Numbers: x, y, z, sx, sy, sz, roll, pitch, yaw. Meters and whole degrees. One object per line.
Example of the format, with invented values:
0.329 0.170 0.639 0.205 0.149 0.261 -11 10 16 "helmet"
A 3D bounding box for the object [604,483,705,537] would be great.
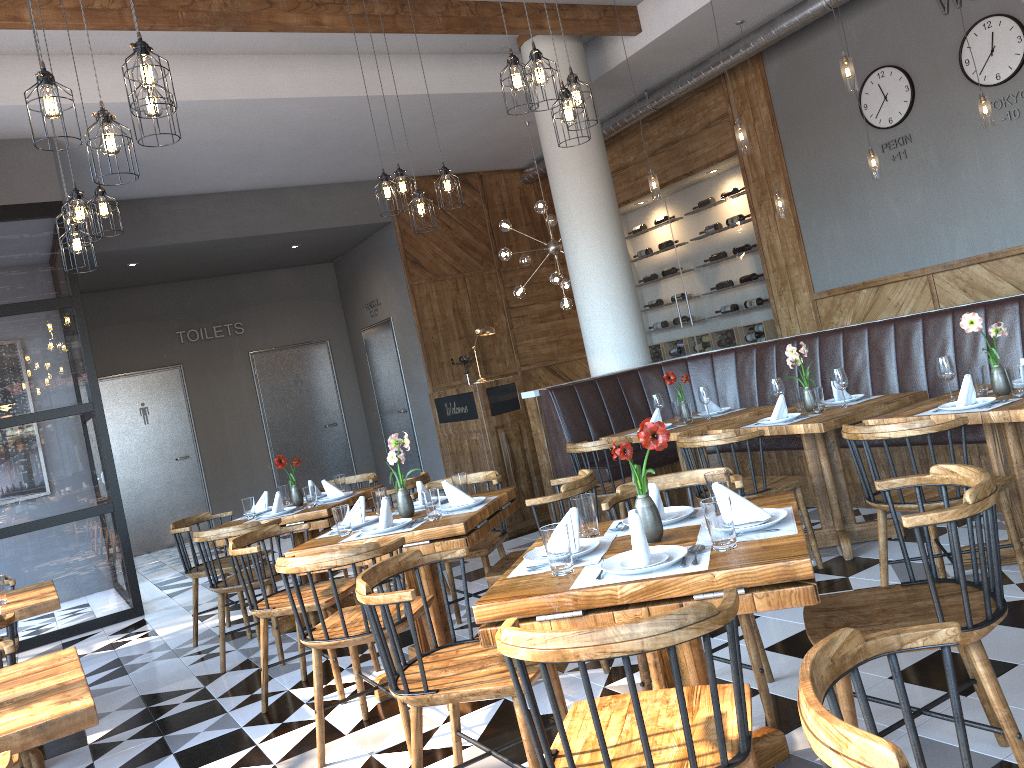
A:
0.464 0.375 2.846 0.351 0.137 0.272 -12 0 15 "object"

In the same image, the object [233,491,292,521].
-1.673 0.789 5.897 0.272 0.137 0.353 -12 0 16 "object"

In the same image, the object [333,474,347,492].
-1.160 0.681 5.990 0.080 0.132 0.080 -12 -1 -5 "object"

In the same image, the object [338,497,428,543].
-0.572 0.580 3.943 0.351 0.137 0.272 -12 0 15 "object"

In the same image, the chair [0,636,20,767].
-1.810 1.293 2.826 0.521 0.818 0.547 -11 -1 -30 "chair"

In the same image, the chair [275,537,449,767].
-0.584 1.022 3.557 0.518 0.818 0.550 -12 -1 15 "chair"

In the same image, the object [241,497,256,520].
-1.681 0.796 5.670 0.079 0.132 0.080 -13 -1 35 "object"

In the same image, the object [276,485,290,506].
-1.569 0.767 6.090 0.080 0.132 0.080 -12 -1 -5 "object"

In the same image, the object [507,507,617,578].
0.143 0.445 2.654 0.272 0.137 0.353 -12 0 16 "object"

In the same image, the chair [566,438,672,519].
0.699 0.721 5.625 0.552 0.818 0.517 -12 -1 -30 "chair"

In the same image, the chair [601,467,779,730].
0.649 0.764 3.190 0.518 0.818 0.550 -12 -1 15 "chair"

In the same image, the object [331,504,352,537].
-0.771 0.624 4.039 0.080 0.132 0.080 -12 -1 -15 "object"

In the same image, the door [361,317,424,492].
-1.667 0.328 12.317 0.115 2.396 1.201 -11 -1 -30 "door"

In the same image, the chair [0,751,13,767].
-1.180 1.173 1.695 0.521 0.818 0.547 -11 -1 -30 "chair"

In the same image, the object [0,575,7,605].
-2.423 0.974 4.168 0.080 0.132 0.079 -11 -1 -45 "object"

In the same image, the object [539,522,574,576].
0.127 0.454 2.429 0.080 0.132 0.079 -12 -1 -25 "object"

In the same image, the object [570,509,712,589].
0.331 0.410 2.330 0.351 0.137 0.272 -12 0 15 "object"

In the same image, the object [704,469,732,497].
0.648 0.339 2.749 0.080 0.132 0.079 -12 -1 -25 "object"

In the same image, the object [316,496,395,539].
-0.760 0.616 4.267 0.272 0.137 0.353 -12 0 16 "object"

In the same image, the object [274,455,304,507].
-1.471 0.635 5.850 0.170 0.355 0.156 -12 -1 17 "object"

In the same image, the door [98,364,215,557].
-4.792 1.000 11.844 1.211 2.396 0.114 -11 -2 -30 "door"

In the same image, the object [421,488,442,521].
-0.352 0.536 3.931 0.080 0.132 0.080 -12 -1 -15 "object"

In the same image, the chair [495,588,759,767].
0.314 0.852 1.946 0.518 0.818 0.550 -12 -1 15 "chair"

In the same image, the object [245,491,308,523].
-1.485 0.753 5.573 0.351 0.137 0.272 -12 0 15 "object"

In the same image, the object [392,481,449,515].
-0.439 0.545 4.459 0.351 0.137 0.272 -12 0 15 "object"

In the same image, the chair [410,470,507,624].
-0.249 0.934 4.801 0.518 0.818 0.550 -12 -1 15 "chair"

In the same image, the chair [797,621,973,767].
0.743 0.771 1.177 0.548 0.818 0.520 -12 -1 15 "chair"

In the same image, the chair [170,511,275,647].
-1.938 1.278 5.984 0.548 0.818 0.520 -12 -1 15 "chair"

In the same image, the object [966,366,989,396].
2.206 -0.012 4.188 0.080 0.132 0.079 -11 -1 -30 "object"

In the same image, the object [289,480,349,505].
-1.352 0.718 6.089 0.351 0.137 0.272 -12 0 15 "object"

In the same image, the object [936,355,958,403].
2.061 -0.024 4.190 0.081 0.215 0.081 -13 -1 24 "object"

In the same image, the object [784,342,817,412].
1.632 -0.037 5.000 0.147 0.400 0.206 -11 -1 -22 "object"

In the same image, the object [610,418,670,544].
0.403 0.280 2.567 0.170 0.355 0.156 -13 -1 25 "object"

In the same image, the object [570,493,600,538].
0.239 0.425 2.849 0.080 0.132 0.079 -12 -1 -25 "object"

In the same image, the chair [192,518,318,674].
-1.498 1.195 5.195 0.518 0.818 0.550 -12 -1 15 "chair"

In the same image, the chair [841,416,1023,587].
1.764 0.519 3.716 0.552 0.818 0.517 -12 -1 -30 "chair"

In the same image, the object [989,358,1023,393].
2.442 -0.064 4.161 0.273 0.137 0.350 -12 0 -30 "object"

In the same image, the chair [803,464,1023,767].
1.089 0.681 2.401 0.548 0.818 0.520 -12 -1 15 "chair"

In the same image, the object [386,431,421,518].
-0.511 0.430 4.205 0.147 0.400 0.206 -12 -1 -18 "object"

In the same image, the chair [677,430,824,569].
1.231 0.620 4.670 0.552 0.818 0.517 -12 -1 -30 "chair"

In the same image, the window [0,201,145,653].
-5.054 0.542 7.682 2.737 3.553 2.176 -12 -1 -30 "window"

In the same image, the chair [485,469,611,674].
0.191 0.851 4.011 0.548 0.818 0.520 -12 -1 15 "chair"

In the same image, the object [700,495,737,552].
0.546 0.367 2.321 0.080 0.132 0.080 -12 -1 -15 "object"

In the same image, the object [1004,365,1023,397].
2.225 -0.012 3.899 0.080 0.132 0.079 -12 -1 -25 "object"

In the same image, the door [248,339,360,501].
-2.995 0.603 12.899 1.211 2.396 0.114 -11 -2 -30 "door"

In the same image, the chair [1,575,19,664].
-2.852 1.490 4.693 0.521 0.818 0.547 -11 -1 -30 "chair"

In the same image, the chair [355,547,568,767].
-0.126 0.935 2.736 0.548 0.818 0.520 -12 -1 15 "chair"

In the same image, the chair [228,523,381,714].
-1.025 1.105 4.346 0.548 0.818 0.520 -12 -1 15 "chair"

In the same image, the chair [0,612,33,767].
-2.221 1.370 3.562 0.521 0.818 0.547 -11 -1 -30 "chair"

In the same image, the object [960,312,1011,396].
2.185 -0.143 4.062 0.207 0.400 0.145 -11 -1 -27 "object"

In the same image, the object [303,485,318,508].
-1.262 0.708 5.562 0.080 0.132 0.080 -12 -1 -15 "object"

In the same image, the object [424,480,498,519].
-0.251 0.510 4.135 0.272 0.137 0.353 -12 0 16 "object"

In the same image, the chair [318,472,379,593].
-1.181 1.110 6.453 0.518 0.818 0.550 -12 -1 15 "chair"

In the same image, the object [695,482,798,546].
0.652 0.339 2.522 0.272 0.137 0.353 -12 0 16 "object"

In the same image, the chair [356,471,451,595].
-0.723 1.023 5.649 0.548 0.818 0.520 -12 -1 15 "chair"

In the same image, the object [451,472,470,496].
-0.250 0.509 4.359 0.080 0.132 0.080 -12 -1 -15 "object"

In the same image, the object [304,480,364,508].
-1.164 0.682 5.765 0.272 0.137 0.353 -12 0 16 "object"

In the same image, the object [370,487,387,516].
-0.660 0.595 4.459 0.080 0.132 0.080 -12 -1 -15 "object"
